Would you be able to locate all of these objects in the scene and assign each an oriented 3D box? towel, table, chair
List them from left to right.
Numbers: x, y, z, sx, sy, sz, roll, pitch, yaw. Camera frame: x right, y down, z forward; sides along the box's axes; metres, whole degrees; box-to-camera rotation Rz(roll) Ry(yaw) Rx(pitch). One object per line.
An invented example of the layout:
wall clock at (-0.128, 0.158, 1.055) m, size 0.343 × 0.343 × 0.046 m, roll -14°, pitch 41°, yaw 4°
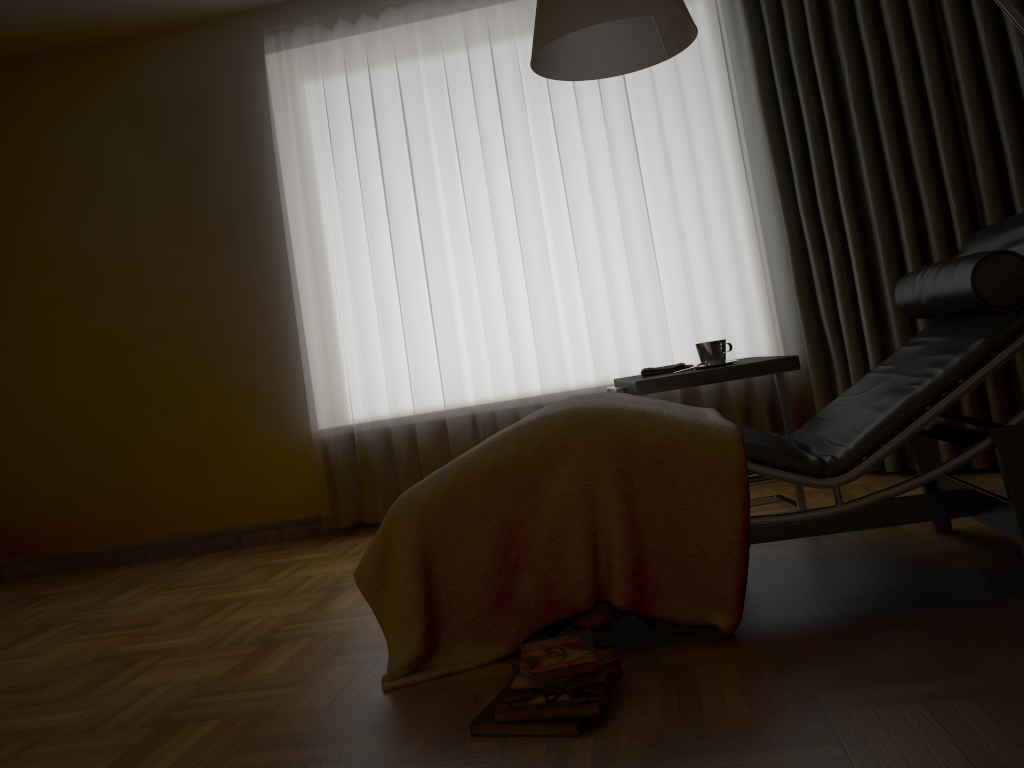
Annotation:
towel at (0.524, -0.050, 2.985) m, size 0.178 × 0.035 × 0.241 m, roll -9°, pitch 1°, yaw 12°
table at (0.613, -0.030, 2.894) m, size 0.499 × 0.045 × 0.516 m, roll -9°, pitch 1°, yaw -1°
chair at (0.611, 0.082, 2.165) m, size 1.784 × 0.802 × 0.634 m, roll -9°, pitch -2°, yaw 8°

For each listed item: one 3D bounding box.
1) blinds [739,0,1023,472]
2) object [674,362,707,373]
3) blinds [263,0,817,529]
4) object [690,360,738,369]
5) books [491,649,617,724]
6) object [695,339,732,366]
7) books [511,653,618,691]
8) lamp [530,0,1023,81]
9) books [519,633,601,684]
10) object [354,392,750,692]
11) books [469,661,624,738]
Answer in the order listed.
blinds at (1.522, -0.938, 3.060) m, size 0.225 × 2.466 × 1.518 m, roll -6°, pitch -4°, yaw -37°
object at (0.549, -0.051, 2.730) m, size 0.124 × 0.020 × 0.029 m, roll -10°, pitch 0°, yaw -23°
blinds at (0.061, -0.656, 3.828) m, size 2.191 × 2.304 × 0.092 m, roll -9°, pitch -4°, yaw 8°
object at (0.637, -0.059, 2.780) m, size 0.149 × 0.009 × 0.150 m, roll -9°, pitch 1°, yaw 13°
books at (0.085, 0.551, 1.622) m, size 0.188 × 0.020 × 0.265 m, roll -9°, pitch 1°, yaw 12°
object at (0.637, -0.096, 2.782) m, size 0.110 × 0.079 × 0.098 m, roll -9°, pitch -1°, yaw 9°
books at (0.097, 0.529, 1.657) m, size 0.124 × 0.018 × 0.171 m, roll -10°, pitch 1°, yaw -33°
lamp at (0.811, -0.501, 2.245) m, size 1.410 × 1.978 × 0.450 m, roll -10°, pitch -4°, yaw 11°
books at (0.086, 0.512, 1.657) m, size 0.123 × 0.018 × 0.172 m, roll -9°, pitch 1°, yaw -8°
object at (0.120, 0.310, 2.240) m, size 0.906 × 0.523 × 0.917 m, roll -9°, pitch 0°, yaw 8°
books at (0.071, 0.574, 1.622) m, size 0.199 × 0.022 × 0.281 m, roll -9°, pitch 1°, yaw 22°
